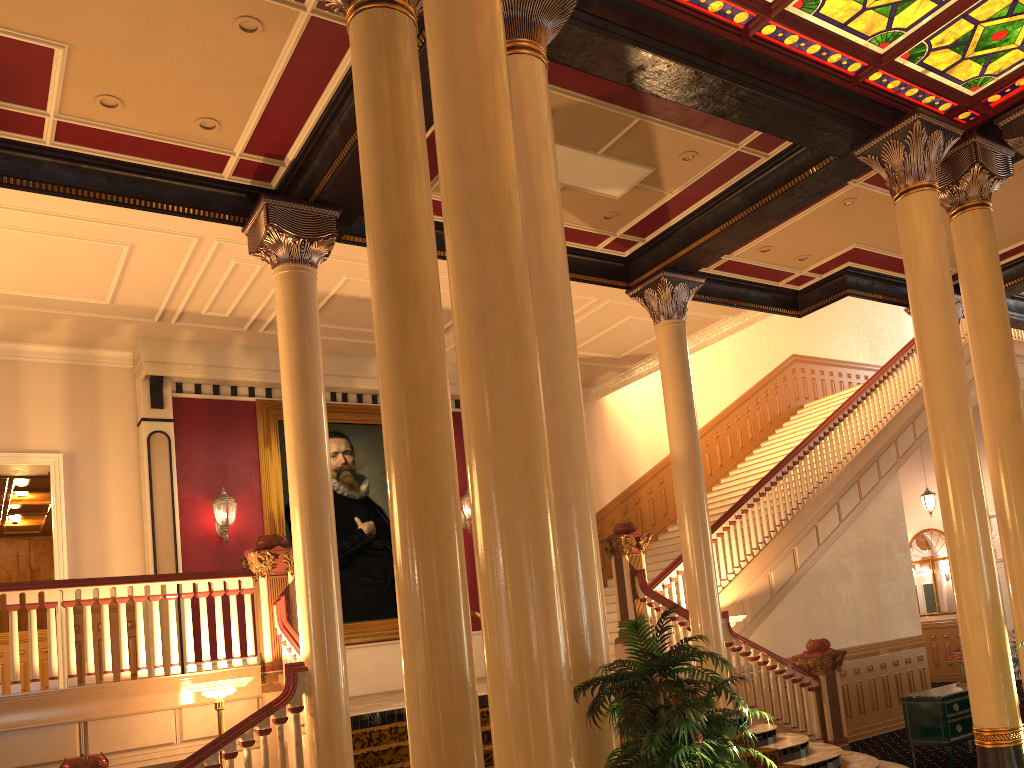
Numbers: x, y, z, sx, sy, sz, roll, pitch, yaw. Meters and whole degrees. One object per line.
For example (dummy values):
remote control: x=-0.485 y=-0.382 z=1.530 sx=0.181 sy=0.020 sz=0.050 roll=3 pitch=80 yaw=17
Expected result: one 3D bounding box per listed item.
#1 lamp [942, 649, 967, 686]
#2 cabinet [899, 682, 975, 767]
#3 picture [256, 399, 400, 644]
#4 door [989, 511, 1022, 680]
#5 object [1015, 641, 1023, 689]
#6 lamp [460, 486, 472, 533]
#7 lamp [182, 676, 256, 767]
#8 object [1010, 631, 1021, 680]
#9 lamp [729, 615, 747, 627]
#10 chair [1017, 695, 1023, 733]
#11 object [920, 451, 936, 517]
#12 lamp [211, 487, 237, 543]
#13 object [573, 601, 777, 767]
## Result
lamp: x=5.420 y=3.416 z=10.486 sx=0.331 sy=0.411 sz=0.315 roll=1 pitch=-12 yaw=-37
cabinet: x=5.214 y=4.007 z=10.193 sx=1.299 sy=0.849 sz=0.544 roll=2 pitch=-13 yaw=-34
picture: x=-2.231 y=1.957 z=12.411 sx=2.635 sy=3.384 sz=0.054 roll=0 pitch=-9 yaw=-34
door: x=10.112 y=4.335 z=17.846 sx=0.208 sy=3.410 sz=1.457 roll=-3 pitch=-9 yaw=-33
object: x=4.338 y=2.343 z=6.378 sx=1.064 sy=2.109 sz=1.073 roll=-9 pitch=-8 yaw=14
lamp: x=-0.655 y=1.929 z=13.318 sx=0.329 sy=0.716 sz=0.390 roll=-1 pitch=-10 yaw=-33
lamp: x=-2.308 y=3.410 z=7.023 sx=0.569 sy=1.973 sz=0.603 roll=-12 pitch=-9 yaw=38
object: x=6.542 y=3.711 z=10.716 sx=0.994 sy=1.407 sz=1.158 roll=-6 pitch=-10 yaw=-5
lamp: x=2.654 y=3.791 z=10.374 sx=0.589 sy=1.973 sz=0.583 roll=-5 pitch=-7 yaw=-16
chair: x=5.924 y=3.733 z=9.640 sx=0.632 sy=0.902 sz=0.713 roll=-11 pitch=-11 yaw=26
object: x=-1.215 y=0.425 z=6.100 sx=0.656 sy=4.209 sz=31.279 roll=-11 pitch=-15 yaw=37
lamp: x=-3.724 y=1.695 z=11.251 sx=0.329 sy=0.716 sz=0.390 roll=-1 pitch=-10 yaw=-33
object: x=0.804 y=2.068 z=3.964 sx=1.122 sy=2.109 sz=1.017 roll=2 pitch=-12 yaw=-45
